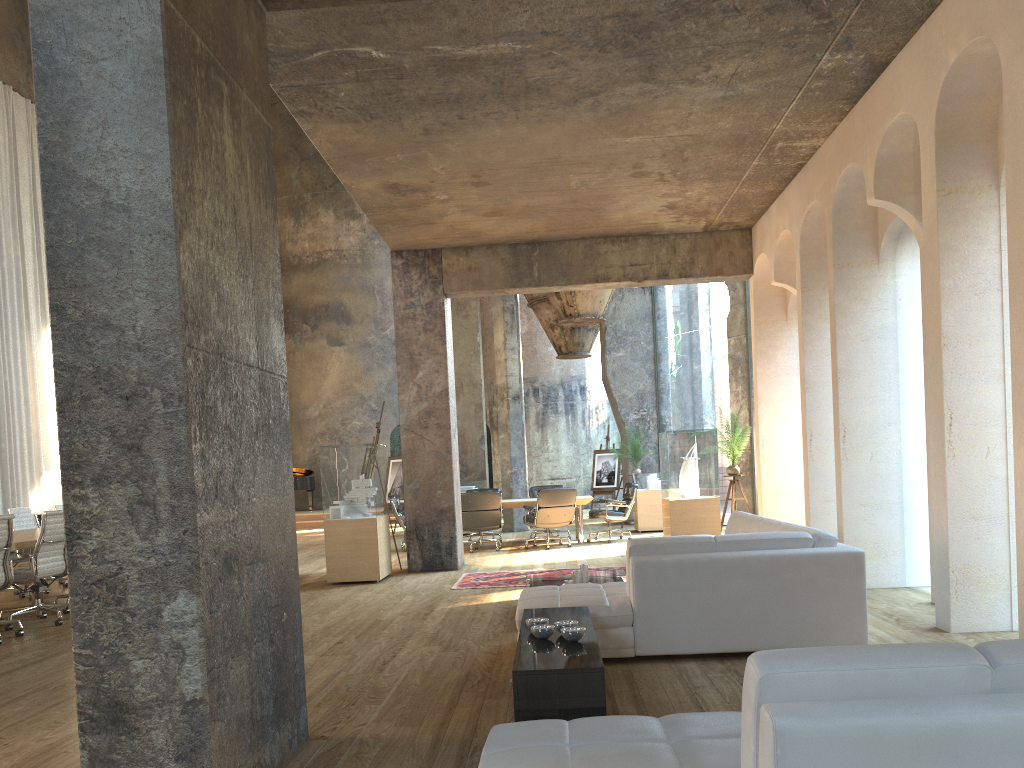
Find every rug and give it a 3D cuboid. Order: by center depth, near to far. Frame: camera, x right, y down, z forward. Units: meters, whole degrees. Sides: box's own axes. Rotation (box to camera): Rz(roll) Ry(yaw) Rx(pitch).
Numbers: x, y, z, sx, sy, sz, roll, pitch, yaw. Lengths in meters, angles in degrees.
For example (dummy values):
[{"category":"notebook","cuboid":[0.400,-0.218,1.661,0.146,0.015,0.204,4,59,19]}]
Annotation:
[{"category":"rug","cuboid":[0.633,2.066,9.476,2.463,0.009,1.348,-3,-6,3]}]

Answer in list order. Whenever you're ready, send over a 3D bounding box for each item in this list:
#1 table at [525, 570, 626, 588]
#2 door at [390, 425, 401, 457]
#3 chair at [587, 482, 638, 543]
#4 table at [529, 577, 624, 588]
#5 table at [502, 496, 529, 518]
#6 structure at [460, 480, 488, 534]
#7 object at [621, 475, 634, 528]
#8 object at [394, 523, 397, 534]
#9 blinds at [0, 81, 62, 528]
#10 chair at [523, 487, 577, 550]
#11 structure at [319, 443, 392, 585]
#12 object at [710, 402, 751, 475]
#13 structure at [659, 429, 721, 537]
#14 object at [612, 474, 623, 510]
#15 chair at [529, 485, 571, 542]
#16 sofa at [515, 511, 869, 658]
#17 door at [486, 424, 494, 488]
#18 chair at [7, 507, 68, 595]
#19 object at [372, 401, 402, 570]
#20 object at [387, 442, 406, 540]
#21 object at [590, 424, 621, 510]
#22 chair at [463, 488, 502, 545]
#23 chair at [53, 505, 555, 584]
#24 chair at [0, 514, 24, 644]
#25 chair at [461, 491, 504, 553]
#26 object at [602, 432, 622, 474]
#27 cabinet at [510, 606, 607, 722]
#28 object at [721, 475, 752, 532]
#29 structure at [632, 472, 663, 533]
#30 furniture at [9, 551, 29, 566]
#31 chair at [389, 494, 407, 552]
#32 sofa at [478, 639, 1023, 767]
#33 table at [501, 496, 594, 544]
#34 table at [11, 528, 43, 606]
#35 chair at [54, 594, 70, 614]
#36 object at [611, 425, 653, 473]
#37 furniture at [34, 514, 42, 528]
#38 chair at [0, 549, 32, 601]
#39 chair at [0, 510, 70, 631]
[{"category":"table","cuboid":[0.556,1.771,7.602,0.860,0.247,0.370,-3,-3,3]},{"category":"door","cuboid":[-3.118,2.294,24.892,0.899,2.301,0.091,-4,2,-39]},{"category":"chair","cuboid":[1.539,1.992,13.650,0.820,0.894,0.730,-3,-1,-3]},{"category":"table","cuboid":[0.541,1.757,7.234,0.790,0.203,1.112,-3,-5,2]},{"category":"table","cuboid":[0.157,2.851,19.947,1.871,0.547,0.942,-3,-4,3]},{"category":"structure","cuboid":[-0.850,2.350,16.706,0.743,1.016,0.735,-3,-1,2]},{"category":"object","cuboid":[2.407,2.164,16.255,0.572,0.974,0.656,-3,0,39]},{"category":"object","cuboid":[-2.030,1.992,17.930,0.686,2.151,0.698,-2,2,28]},{"category":"blinds","cuboid":[-9.018,-1.131,16.635,0.275,8.655,7.829,-3,-1,3]},{"category":"chair","cuboid":[0.530,1.980,13.009,0.728,0.894,0.824,-2,-1,-24]},{"category":"structure","cuboid":[-1.773,1.479,10.065,0.594,1.550,0.741,-3,1,2]},{"category":"object","cuboid":[2.806,0.700,11.226,0.687,0.941,0.860,-3,-1,-7]},{"category":"structure","cuboid":[2.183,1.352,10.800,0.594,1.550,0.741,-3,1,2]},{"category":"object","cuboid":[2.438,2.409,18.769,0.658,0.974,0.570,-3,0,-3]},{"category":"chair","cuboid":[0.597,2.118,14.458,0.730,0.894,0.821,-3,-1,3]},{"category":"sofa","cuboid":[1.101,1.400,6.563,2.064,0.722,2.933,-3,-5,2]},{"category":"door","cuboid":[-0.750,2.330,24.780,0.904,2.636,0.110,-2,2,45]},{"category":"chair","cuboid":[-5.624,1.988,10.605,0.699,1.027,0.664,-3,0,6]},{"category":"object","cuboid":[-1.769,1.293,10.946,0.685,2.151,0.699,-3,1,1]},{"category":"object","cuboid":[-2.007,1.805,16.039,0.703,2.151,0.681,-2,2,34]},{"category":"object","cuboid":[2.162,1.975,19.912,0.703,2.151,0.681,-2,2,31]},{"category":"chair","cuboid":[-0.517,2.180,14.511,0.730,0.894,0.821,-3,-1,9]},{"category":"chair","cuboid":[-2.750,1.924,11.361,12.953,1.032,31.557,-3,-6,2]},{"category":"chair","cuboid":[-4.377,1.576,7.047,0.699,1.027,0.664,-3,0,8]},{"category":"chair","cuboid":[-0.480,2.032,13.026,0.729,0.894,0.822,-3,-1,-4]},{"category":"object","cuboid":[2.335,1.464,18.762,0.689,0.941,0.857,-3,-1,23]},{"category":"cabinet","cuboid":[0.215,1.401,4.299,0.396,0.369,1.564,-3,-5,2]},{"category":"object","cuboid":[2.792,1.654,11.258,0.656,0.974,0.572,-3,0,-33]},{"category":"structure","cuboid":[2.502,2.037,15.239,0.735,1.016,0.743,-3,-1,2]},{"category":"furniture","cuboid":[-7.895,2.486,13.594,0.708,0.841,1.875,-3,-4,2]},{"category":"chair","cuboid":[-1.498,2.160,13.805,0.820,0.894,0.730,-3,-1,-1]},{"category":"sofa","cuboid":[0.917,0.999,2.365,2.068,0.722,1.073,-3,-3,2]},{"category":"table","cuboid":[0.057,2.168,13.725,2.410,0.701,1.106,-3,-3,3]},{"category":"table","cuboid":[-5.047,1.877,8.443,1.601,0.758,7.727,-3,-6,2]},{"category":"chair","cuboid":[-4.299,1.746,8.824,0.699,1.027,0.664,-3,0,8]},{"category":"object","cuboid":[2.207,1.229,16.306,0.859,0.942,0.687,-3,-1,5]},{"category":"furniture","cuboid":[-7.790,2.715,15.979,0.708,0.841,1.875,-3,-4,2]},{"category":"chair","cuboid":[-5.662,1.900,9.688,0.699,1.027,0.664,-3,0,8]},{"category":"chair","cuboid":[-4.340,1.662,7.945,0.700,1.027,0.664,-3,0,11]}]
